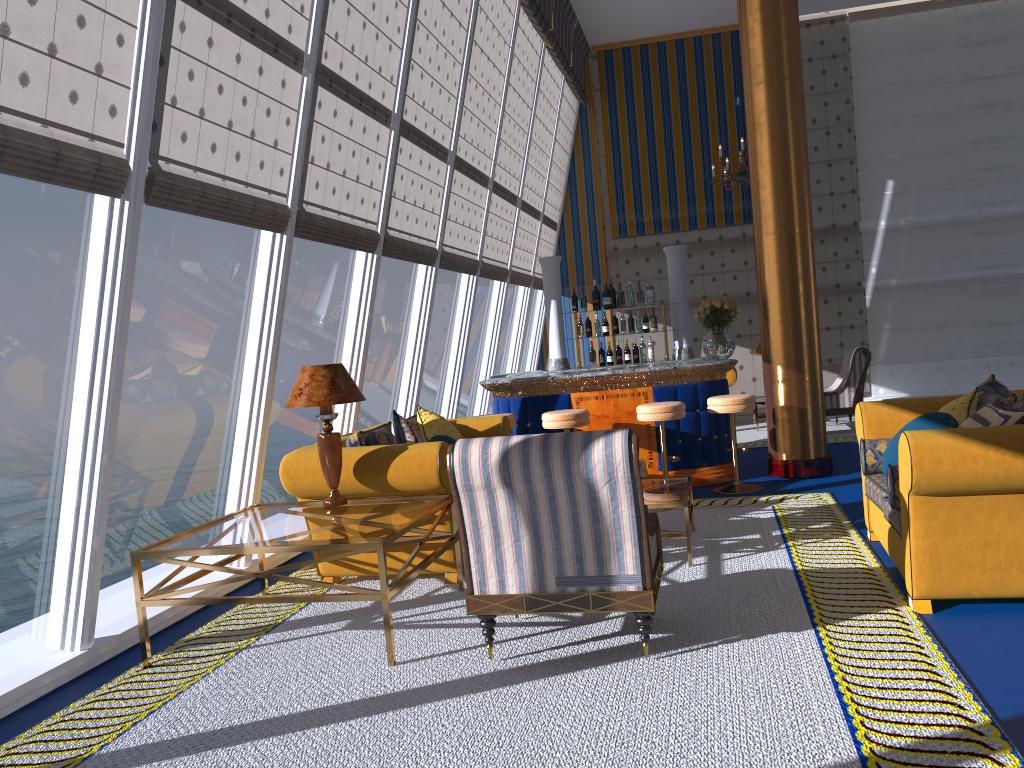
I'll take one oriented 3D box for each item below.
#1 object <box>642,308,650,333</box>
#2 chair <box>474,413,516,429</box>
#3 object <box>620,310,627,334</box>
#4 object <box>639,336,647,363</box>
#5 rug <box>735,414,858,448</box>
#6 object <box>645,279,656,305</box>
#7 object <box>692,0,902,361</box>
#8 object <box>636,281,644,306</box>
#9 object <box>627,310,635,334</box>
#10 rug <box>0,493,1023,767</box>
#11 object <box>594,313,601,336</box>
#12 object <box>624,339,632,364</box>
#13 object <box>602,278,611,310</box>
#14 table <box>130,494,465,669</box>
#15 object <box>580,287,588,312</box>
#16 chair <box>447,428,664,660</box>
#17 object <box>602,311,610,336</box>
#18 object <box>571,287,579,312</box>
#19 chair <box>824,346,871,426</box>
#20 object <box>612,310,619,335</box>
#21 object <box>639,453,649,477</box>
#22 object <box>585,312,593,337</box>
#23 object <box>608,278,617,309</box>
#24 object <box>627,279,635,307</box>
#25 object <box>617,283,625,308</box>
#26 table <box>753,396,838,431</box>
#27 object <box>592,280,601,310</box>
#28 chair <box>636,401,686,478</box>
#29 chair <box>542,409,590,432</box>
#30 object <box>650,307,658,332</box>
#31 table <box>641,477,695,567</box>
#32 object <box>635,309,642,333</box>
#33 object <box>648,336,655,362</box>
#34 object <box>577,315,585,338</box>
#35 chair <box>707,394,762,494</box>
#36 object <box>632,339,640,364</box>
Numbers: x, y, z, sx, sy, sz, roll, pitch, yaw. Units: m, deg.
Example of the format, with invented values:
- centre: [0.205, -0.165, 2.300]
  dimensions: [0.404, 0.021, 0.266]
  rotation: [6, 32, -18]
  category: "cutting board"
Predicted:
- centre: [1.319, -0.631, 8.761]
  dimensions: [0.069, 0.244, 0.068]
  rotation: [-5, 3, -6]
  category: "object"
- centre: [-0.135, 0.647, 7.471]
  dimensions: [0.402, 0.782, 0.394]
  rotation: [-8, 4, -39]
  category: "chair"
- centre: [1.097, -0.612, 8.753]
  dimensions: [0.057, 0.239, 0.056]
  rotation: [-6, 3, -13]
  category: "object"
- centre: [1.303, -0.345, 8.821]
  dimensions: [0.069, 0.269, 0.068]
  rotation: [-7, 4, -27]
  category: "object"
- centre: [2.990, 0.591, 11.497]
  dimensions: [6.231, 0.011, 3.606]
  rotation: [-4, 3, 12]
  category: "rug"
- centre: [1.364, -0.909, 8.764]
  dimensions: [0.092, 0.259, 0.091]
  rotation: [-5, 3, -4]
  category: "object"
- centre: [2.202, -7.300, 5.520]
  dimensions: [62.876, 33.625, 63.629]
  rotation: [-4, 3, 19]
  category: "object"
- centre: [1.261, -0.891, 8.745]
  dimensions: [0.073, 0.246, 0.072]
  rotation: [-7, 4, -28]
  category: "object"
- centre: [1.176, -0.615, 8.768]
  dimensions: [0.072, 0.232, 0.071]
  rotation: [-5, 3, -9]
  category: "object"
- centre: [0.050, 1.173, 4.186]
  dimensions: [3.577, 0.010, 6.278]
  rotation: [-4, 3, 12]
  category: "rug"
- centre: [0.846, -0.587, 8.783]
  dimensions: [0.059, 0.230, 0.058]
  rotation: [-7, 4, -28]
  category: "object"
- centre: [1.144, -0.322, 8.801]
  dimensions: [0.069, 0.244, 0.068]
  rotation: [-5, 3, -6]
  category: "object"
- centre: [0.933, -0.889, 8.754]
  dimensions: [0.085, 0.303, 0.085]
  rotation: [-5, 3, 7]
  category: "object"
- centre: [-1.013, 0.969, 4.547]
  dimensions: [1.232, 0.550, 1.155]
  rotation: [-4, 3, 12]
  category: "table"
- centre: [0.713, -0.849, 8.860]
  dimensions: [0.073, 0.246, 0.072]
  rotation: [-7, 4, -28]
  category: "object"
- centre: [0.232, 0.667, 3.938]
  dimensions: [0.790, 0.967, 0.787]
  rotation: [-4, 3, 13]
  category: "chair"
- centre: [0.923, -0.597, 8.769]
  dimensions: [0.069, 0.244, 0.068]
  rotation: [-5, 3, -6]
  category: "object"
- centre: [0.623, -0.840, 8.835]
  dimensions: [0.065, 0.244, 0.066]
  rotation: [-4, 3, 16]
  category: "object"
- centre: [3.806, 0.065, 10.504]
  dimensions: [0.781, 0.967, 0.797]
  rotation: [-4, 3, 13]
  category: "chair"
- centre: [1.020, -0.609, 8.765]
  dimensions: [0.065, 0.244, 0.065]
  rotation: [-5, 3, -6]
  category: "object"
- centre: [0.599, 0.543, 5.488]
  dimensions: [0.456, 0.388, 0.502]
  rotation: [-5, 3, -6]
  category: "object"
- centre: [0.757, -0.587, 8.787]
  dimensions: [0.065, 0.244, 0.065]
  rotation: [-5, 3, -6]
  category: "object"
- centre: [0.986, -0.895, 8.768]
  dimensions: [0.080, 0.303, 0.082]
  rotation: [-3, 4, 29]
  category: "object"
- centre: [1.164, -0.893, 8.726]
  dimensions: [0.069, 0.271, 0.069]
  rotation: [-4, 4, 23]
  category: "object"
- centre: [1.072, -0.872, 8.753]
  dimensions: [0.077, 0.248, 0.075]
  rotation: [-6, 4, -24]
  category: "object"
- centre: [3.633, 0.350, 11.466]
  dimensions: [0.970, 0.369, 0.910]
  rotation: [-4, 3, 12]
  category: "table"
- centre: [0.830, -0.881, 8.775]
  dimensions: [0.081, 0.303, 0.082]
  rotation: [-4, 3, 18]
  category: "object"
- centre: [1.230, 0.543, 7.182]
  dimensions: [0.401, 0.782, 0.394]
  rotation: [-7, 4, -28]
  category: "chair"
- centre: [0.467, 0.606, 7.245]
  dimensions: [0.402, 0.782, 0.394]
  rotation: [-8, 4, -39]
  category: "chair"
- centre: [1.399, -0.638, 8.748]
  dimensions: [0.071, 0.244, 0.072]
  rotation: [-3, 4, 33]
  category: "object"
- centre: [0.644, 0.870, 5.608]
  dimensions: [0.970, 0.369, 0.910]
  rotation: [-4, 3, 12]
  category: "table"
- centre: [1.251, -0.622, 8.775]
  dimensions: [0.059, 0.230, 0.058]
  rotation: [-7, 4, -28]
  category: "object"
- centre: [1.381, -0.346, 8.815]
  dimensions: [0.061, 0.258, 0.061]
  rotation: [-4, 3, 13]
  category: "object"
- centre: [0.678, -0.569, 8.778]
  dimensions: [0.066, 0.225, 0.065]
  rotation: [-6, 3, -18]
  category: "object"
- centre: [1.837, 0.484, 7.338]
  dimensions: [0.400, 0.782, 0.396]
  rotation: [-6, 3, -17]
  category: "chair"
- centre: [1.228, -0.326, 8.805]
  dimensions: [0.065, 0.244, 0.065]
  rotation: [-5, 3, -6]
  category: "object"
